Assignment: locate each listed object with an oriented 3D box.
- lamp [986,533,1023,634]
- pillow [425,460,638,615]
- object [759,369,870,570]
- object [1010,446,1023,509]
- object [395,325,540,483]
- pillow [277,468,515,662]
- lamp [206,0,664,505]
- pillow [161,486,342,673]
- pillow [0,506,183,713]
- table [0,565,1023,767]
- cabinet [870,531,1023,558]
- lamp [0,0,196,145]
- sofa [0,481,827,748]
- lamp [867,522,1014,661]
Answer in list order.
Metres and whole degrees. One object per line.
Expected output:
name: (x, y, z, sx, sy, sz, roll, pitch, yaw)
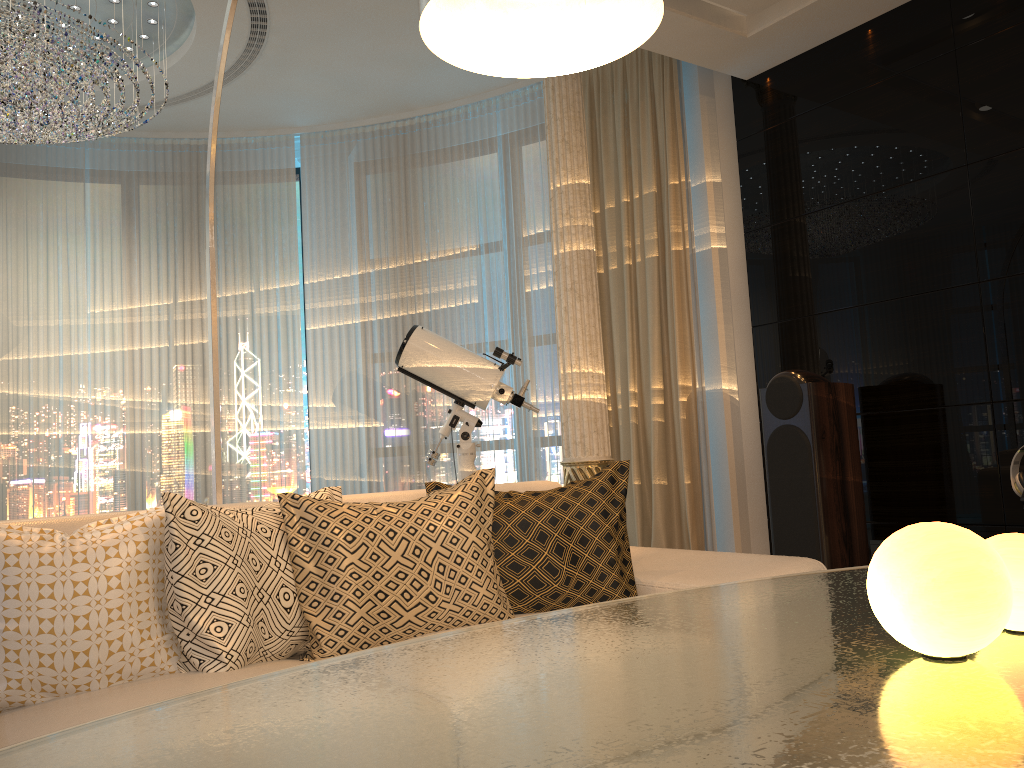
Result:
lamp: (0.604, 0.236, 1.060, 0.115, 0.115, 0.115, -2, -5, -10)
pillow: (0.058, 0.441, 2.424, 0.575, 0.436, 0.301, -3, -5, -4)
object: (1.308, 0.502, 3.680, 0.468, 1.127, 0.285, 0, -6, -35)
object: (1.842, 0.366, 3.053, 0.197, 0.343, 0.197, -5, -5, 19)
object: (-0.168, 0.440, 3.974, 0.616, 1.471, 0.570, -1, -6, -29)
pillow: (-0.285, 0.442, 2.213, 0.575, 0.436, 0.301, -1, -6, -29)
lamp: (-0.402, -0.241, 2.066, 0.393, 2.519, 2.009, 0, -6, -35)
pillow: (-0.588, 0.454, 2.088, 0.288, 0.429, 0.587, -6, -6, 29)
pillow: (-0.896, 0.452, 1.835, 0.463, 0.380, 0.222, 0, -6, -31)
table: (0.376, 0.583, 0.964, 2.140, 0.565, 0.999, 0, -6, -36)
cabinet: (2.352, 0.664, 2.304, 0.416, 0.444, 2.842, 0, -6, -35)
lamp: (-2.546, -1.502, 4.031, 2.109, 0.685, 2.109, -4, -5, 10)
sofa: (-0.416, 0.649, 2.079, 2.328, 0.754, 1.145, 0, -6, -35)
lamp: (0.462, 0.222, 0.961, 0.143, 0.143, 0.143, -7, -6, 39)
